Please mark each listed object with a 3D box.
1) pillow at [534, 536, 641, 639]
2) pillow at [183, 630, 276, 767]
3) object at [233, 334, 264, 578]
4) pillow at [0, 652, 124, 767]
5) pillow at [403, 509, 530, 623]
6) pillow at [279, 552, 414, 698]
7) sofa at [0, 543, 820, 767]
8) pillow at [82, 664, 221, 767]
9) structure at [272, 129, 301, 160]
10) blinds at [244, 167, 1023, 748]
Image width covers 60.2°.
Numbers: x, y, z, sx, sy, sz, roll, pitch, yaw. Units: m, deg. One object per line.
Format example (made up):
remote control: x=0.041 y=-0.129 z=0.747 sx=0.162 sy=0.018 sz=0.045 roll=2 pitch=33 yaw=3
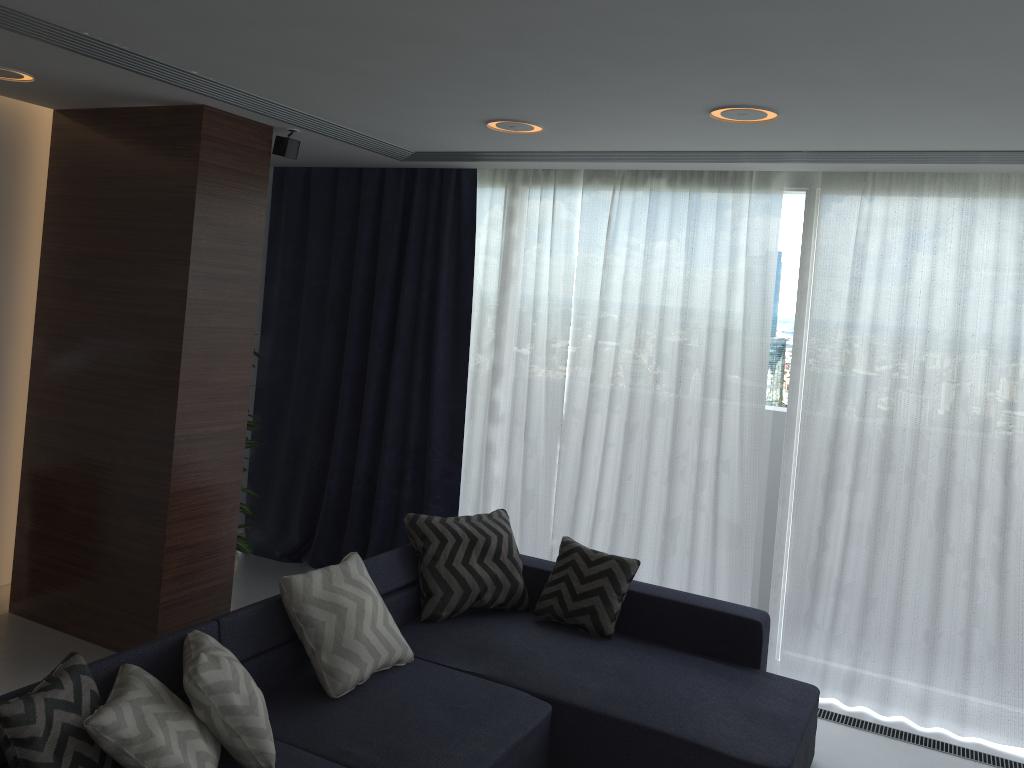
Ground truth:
pillow: x=0.345 y=0.943 z=4.111 sx=0.417 sy=0.344 sz=0.285 roll=7 pitch=3 yaw=32
pillow: x=-0.886 y=0.975 z=2.754 sx=0.279 sy=0.350 sz=0.420 roll=4 pitch=3 yaw=-20
object: x=-1.633 y=0.261 z=5.012 sx=0.503 sy=1.844 sz=0.483 roll=5 pitch=0 yaw=-5
pillow: x=-1.177 y=0.957 z=2.333 sx=0.221 sy=0.385 sz=0.416 roll=5 pitch=3 yaw=-3
pillow: x=-0.215 y=0.894 z=4.219 sx=0.596 sy=0.518 sz=0.357 roll=3 pitch=2 yaw=-33
pillow: x=-0.632 y=0.911 z=3.390 sx=0.344 sy=0.387 sz=0.494 roll=6 pitch=3 yaw=27
sofa: x=-0.108 y=1.190 z=3.003 sx=1.906 sy=0.607 sz=2.871 roll=7 pitch=5 yaw=26
pillow: x=-0.991 y=0.996 z=2.488 sx=0.329 sy=0.294 sz=0.418 roll=5 pitch=3 yaw=-11
structure: x=-1.140 y=-1.212 z=4.474 sx=0.115 sy=0.142 sz=0.084 roll=6 pitch=2 yaw=32
blinds: x=0.136 y=0.209 z=2.056 sx=7.165 sy=2.768 sz=5.793 roll=8 pitch=5 yaw=30
